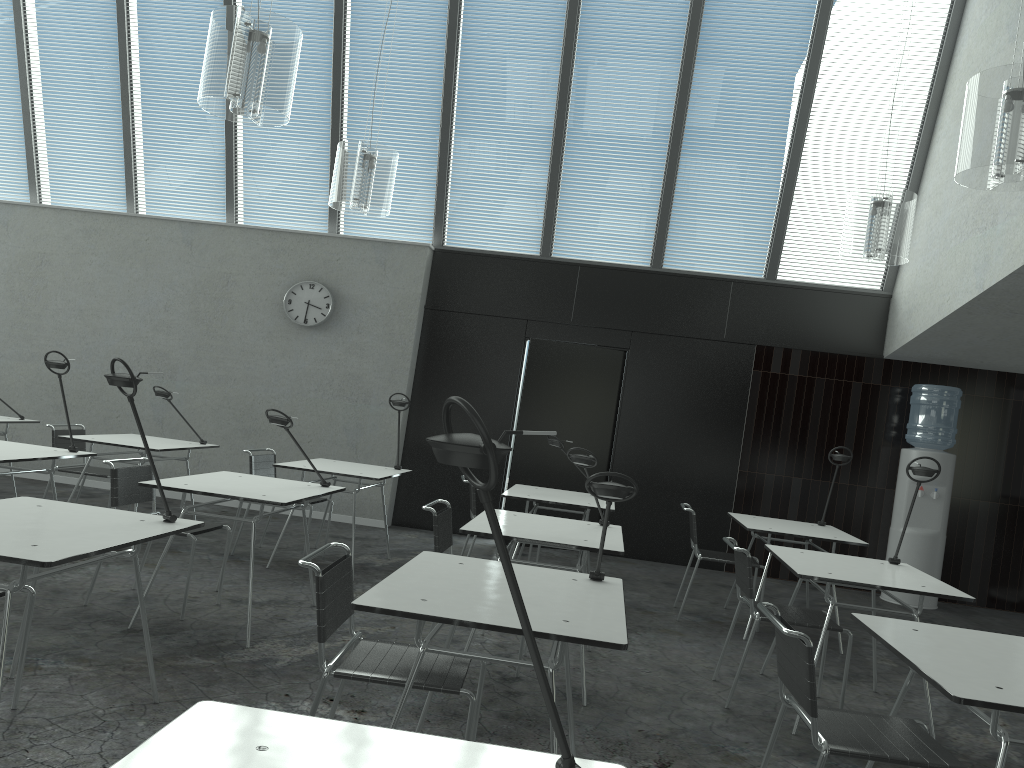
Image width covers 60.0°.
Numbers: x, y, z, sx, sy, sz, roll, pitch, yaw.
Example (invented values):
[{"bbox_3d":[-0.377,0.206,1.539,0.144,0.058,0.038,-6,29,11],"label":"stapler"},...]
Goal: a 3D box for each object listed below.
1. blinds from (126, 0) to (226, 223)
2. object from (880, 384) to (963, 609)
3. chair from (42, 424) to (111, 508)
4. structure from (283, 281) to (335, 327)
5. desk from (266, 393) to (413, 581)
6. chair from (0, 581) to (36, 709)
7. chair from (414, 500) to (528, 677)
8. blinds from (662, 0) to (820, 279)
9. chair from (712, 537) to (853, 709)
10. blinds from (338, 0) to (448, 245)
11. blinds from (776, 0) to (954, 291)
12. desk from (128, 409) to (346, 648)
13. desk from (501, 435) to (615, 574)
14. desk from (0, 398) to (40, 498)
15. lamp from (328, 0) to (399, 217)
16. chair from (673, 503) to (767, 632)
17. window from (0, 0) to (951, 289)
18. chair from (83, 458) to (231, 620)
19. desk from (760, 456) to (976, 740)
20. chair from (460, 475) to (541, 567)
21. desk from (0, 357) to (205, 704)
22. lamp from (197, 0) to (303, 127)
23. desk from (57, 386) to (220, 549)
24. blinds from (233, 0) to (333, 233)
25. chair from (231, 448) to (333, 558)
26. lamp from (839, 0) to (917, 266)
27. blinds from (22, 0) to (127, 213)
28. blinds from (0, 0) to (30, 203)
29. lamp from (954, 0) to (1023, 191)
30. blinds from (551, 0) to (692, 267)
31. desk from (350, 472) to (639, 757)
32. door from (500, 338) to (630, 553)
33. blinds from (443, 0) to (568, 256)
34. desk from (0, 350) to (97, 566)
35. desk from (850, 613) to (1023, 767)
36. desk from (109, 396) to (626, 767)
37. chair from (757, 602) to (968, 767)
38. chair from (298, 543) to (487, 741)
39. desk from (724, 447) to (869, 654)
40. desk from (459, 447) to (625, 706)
[{"bbox_3d":[-2.971,-3.200,7.846,0.889,2.949,1.094,8,-2,6],"label":"blinds"},{"bbox_3d":[3.347,0.998,7.222,0.436,1.967,0.436,8,-2,-4],"label":"object"},{"bbox_3d":[-2.917,0.723,6.128,0.555,0.765,0.428,8,-2,5],"label":"chair"},{"bbox_3d":[-1.808,-0.791,7.898,0.446,0.446,0.077,8,-2,6],"label":"structure"},{"bbox_3d":[-1.118,0.683,5.972,0.700,1.321,0.900,7,-2,7],"label":"desk"},{"bbox_3d":[-1.861,0.767,2.764,0.555,0.765,0.428,8,-2,2],"label":"chair"},{"bbox_3d":[-0.170,1.037,4.152,0.555,0.765,0.428,8,-2,6],"label":"chair"},{"bbox_3d":[1.900,-2.574,7.281,0.889,2.982,1.106,8,-2,6],"label":"blinds"},{"bbox_3d":[1.217,1.221,4.049,0.555,0.765,0.428,8,-2,5],"label":"chair"},{"bbox_3d":[-1.022,-2.943,7.622,0.889,2.949,1.094,8,-2,6],"label":"blinds"},{"bbox_3d":[2.875,-2.446,7.169,0.889,2.982,1.106,8,-2,6],"label":"blinds"},{"bbox_3d":[-1.304,0.696,4.368,0.700,1.153,0.900,7,-2,7],"label":"desk"},{"bbox_3d":[0.305,0.956,5.808,0.700,1.153,0.900,8,-2,6],"label":"desk"},{"bbox_3d":[-3.987,0.390,6.324,0.700,1.153,0.900,8,-2,6],"label":"desk"},{"bbox_3d":[-0.714,-2.560,5.292,0.359,2.848,0.350,8,-2,6],"label":"lamp"},{"bbox_3d":[1.316,1.282,5.662,0.555,0.765,0.428,7,-2,8],"label":"chair"},{"bbox_3d":[-2.964,-3.231,7.875,12.775,3.101,1.144,8,-2,6],"label":"window"},{"bbox_3d":[-1.744,0.832,4.414,0.555,0.765,0.428,7,-2,8],"label":"chair"},{"bbox_3d":[1.564,0.989,4.031,0.700,1.321,0.900,7,-2,7],"label":"desk"},{"bbox_3d":[-0.105,1.094,5.814,0.555,0.765,0.428,8,-2,-5],"label":"chair"},{"bbox_3d":[-1.487,0.539,2.746,0.700,1.321,0.900,8,-2,6],"label":"desk"},{"bbox_3d":[-0.932,-2.365,3.624,0.359,2.307,0.350,8,-2,6],"label":"lamp"},{"bbox_3d":[-2.554,0.578,6.104,0.700,1.153,0.900,7,-2,7],"label":"desk"},{"bbox_3d":[-1.997,-3.072,7.734,0.889,2.949,1.094,8,-2,6],"label":"blinds"},{"bbox_3d":[-1.539,0.905,5.987,0.555,0.765,0.428,7,-2,10],"label":"chair"},{"bbox_3d":[2.194,-2.176,4.958,0.359,2.848,0.350,8,-2,6],"label":"lamp"},{"bbox_3d":[-3.945,-3.329,7.958,0.889,2.949,1.094,8,-2,6],"label":"blinds"},{"bbox_3d":[-4.920,-3.457,8.070,0.889,2.949,1.094,8,-2,6],"label":"blinds"},{"bbox_3d":[1.977,-1.981,3.289,0.359,2.307,0.350,8,-2,6],"label":"lamp"},{"bbox_3d":[0.924,-2.686,7.398,0.889,2.949,1.094,8,-2,6],"label":"blinds"},{"bbox_3d":[-0.034,0.817,2.623,0.700,1.153,0.900,8,-2,6],"label":"desk"},{"bbox_3d":[0.436,0.594,7.791,0.940,2.020,0.365,8,-2,6],"label":"door"},{"bbox_3d":[-0.048,-2.815,7.510,0.889,2.949,1.094,8,-2,6],"label":"blinds"},{"bbox_3d":[-2.716,0.426,4.558,0.700,1.321,0.900,8,-2,6],"label":"desk"},{"bbox_3d":[1.401,0.921,2.438,0.700,1.321,0.900,8,-2,6],"label":"desk"},{"bbox_3d":[-0.208,0.660,0.974,0.700,1.321,0.900,8,-2,5],"label":"desk"},{"bbox_3d":[0.950,1.139,2.477,0.555,0.765,0.428,8,-2,4],"label":"chair"},{"bbox_3d":[-0.367,0.965,2.611,0.555,0.765,0.428,8,-2,3],"label":"chair"},{"bbox_3d":[1.767,1.063,5.608,0.700,1.321,0.900,8,-2,6],"label":"desk"},{"bbox_3d":[0.150,0.886,4.137,0.700,1.153,0.900,8,-2,6],"label":"desk"}]
